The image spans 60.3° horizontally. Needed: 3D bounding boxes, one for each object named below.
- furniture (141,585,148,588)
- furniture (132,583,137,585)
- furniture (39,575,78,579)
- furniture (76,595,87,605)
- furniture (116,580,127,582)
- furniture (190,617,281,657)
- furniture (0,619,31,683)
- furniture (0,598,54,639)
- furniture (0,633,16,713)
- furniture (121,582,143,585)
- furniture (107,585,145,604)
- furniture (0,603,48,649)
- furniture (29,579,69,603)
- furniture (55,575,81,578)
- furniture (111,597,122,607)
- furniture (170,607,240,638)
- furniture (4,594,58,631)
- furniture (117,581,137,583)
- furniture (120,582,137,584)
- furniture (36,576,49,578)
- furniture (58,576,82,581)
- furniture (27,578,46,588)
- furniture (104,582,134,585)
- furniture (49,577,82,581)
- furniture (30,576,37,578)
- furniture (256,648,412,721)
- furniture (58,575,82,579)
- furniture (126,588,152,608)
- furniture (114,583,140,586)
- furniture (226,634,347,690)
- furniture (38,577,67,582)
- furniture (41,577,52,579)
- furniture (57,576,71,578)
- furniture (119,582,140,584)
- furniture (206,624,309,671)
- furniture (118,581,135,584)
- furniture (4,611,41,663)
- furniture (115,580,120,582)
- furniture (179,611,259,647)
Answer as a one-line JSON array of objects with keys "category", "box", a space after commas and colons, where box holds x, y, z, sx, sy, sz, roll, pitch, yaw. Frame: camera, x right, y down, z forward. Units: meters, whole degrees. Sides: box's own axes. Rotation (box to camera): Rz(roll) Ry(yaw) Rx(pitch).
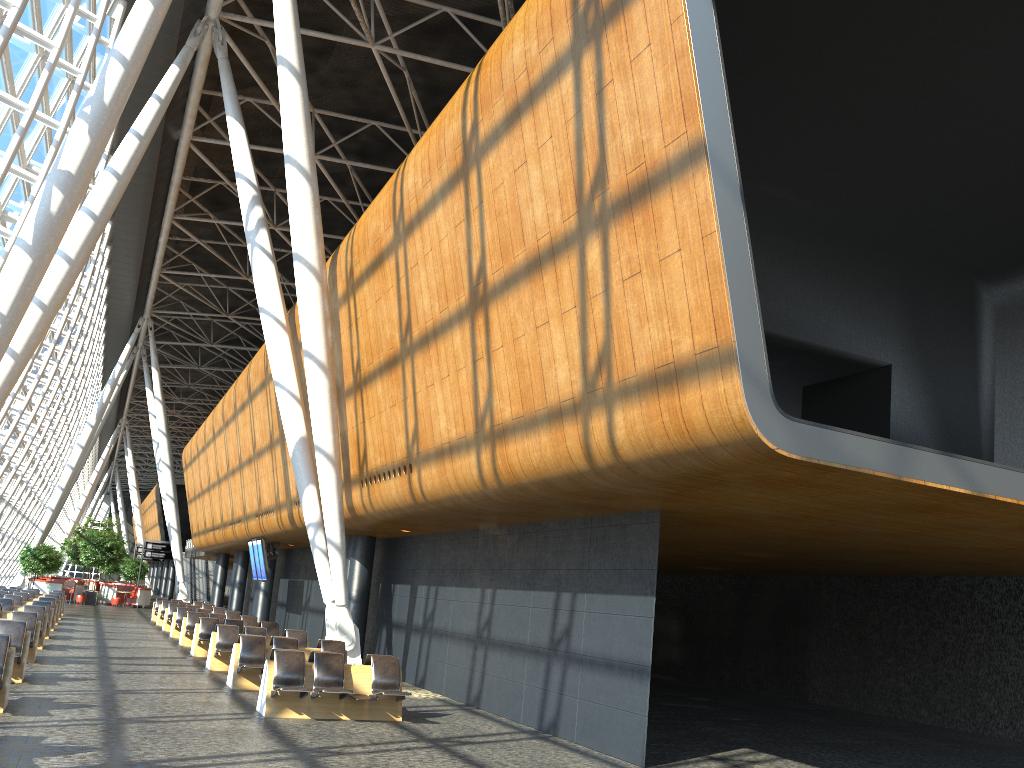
[{"category": "furniture", "box": [-29.674, 16.187, 69.276, 1.910, 0.854, 1.680, 11, -14, -24]}, {"category": "furniture", "box": [-26.399, 14.322, 61.052, 0.895, 0.990, 2.861, 11, -15, -26]}, {"category": "furniture", "box": [-38.444, 16.816, 74.843, 3.274, 0.854, 1.680, 11, -14, -24]}, {"category": "furniture", "box": [-20.857, 10.447, 42.681, 0.442, 0.452, 0.452, 1, -12, 18]}, {"category": "furniture", "box": [-38.679, 20.161, 88.149, 1.910, 0.854, 1.680, 11, -14, -24]}, {"category": "furniture", "box": [-6.359, 5.900, 20.413, 1.910, 0.854, 1.680, 11, -14, -24]}, {"category": "furniture", "box": [-8.697, 3.690, 12.499, 3.274, 0.854, 1.680, 11, -14, -24]}, {"category": "furniture", "box": [-12.557, 5.393, 20.588, 3.274, 0.854, 1.680, 11, -14, -24]}, {"category": "furniture", "box": [-7.411, 3.123, 9.803, 3.274, 0.854, 1.680, 11, -14, -24]}, {"category": "furniture", "box": [-32.247, 17.323, 74.668, 1.910, 0.854, 1.680, 11, -14, -24]}, {"category": "furniture", "box": [-21.011, 11.552, 48.207, 2.830, 0.992, 0.904, -4, -14, 32]}, {"category": "furniture", "box": [-11.270, 4.826, 17.892, 3.274, 0.854, 1.680, 11, -14, -24]}, {"category": "furniture", "box": [-22.864, 10.174, 43.407, 2.830, 0.992, 0.904, -4, -14, 32]}, {"category": "furniture", "box": [-43.590, 19.087, 85.628, 3.274, 0.854, 1.680, 11, -14, -24]}, {"category": "furniture", "box": [-19.628, 10.819, 43.723, 0.444, 0.452, 0.450, 7, -11, -12]}, {"category": "furniture", "box": [-8.932, 7.035, 25.805, 1.910, 0.854, 1.680, 11, -14, -24]}, {"category": "furniture", "box": [-13.843, 5.961, 23.284, 3.274, 0.854, 1.680, 11, -14, -24]}, {"category": "furniture", "box": [-37.393, 19.593, 85.453, 1.910, 0.854, 1.680, 11, -14, -24]}, {"category": "furniture", "box": [-33.534, 17.890, 77.365, 1.910, 0.854, 1.680, 11, -14, -24]}, {"category": "furniture", "box": [-34.585, 15.113, 66.755, 3.274, 0.854, 1.680, 11, -14, -24]}, {"category": "furniture", "box": [-42.304, 18.519, 82.932, 3.274, 0.854, 1.680, 11, -14, -24]}, {"category": "furniture", "box": [-24.575, 10.630, 45.812, 0.891, 0.990, 2.876, 7, -14, -11]}, {"category": "furniture", "box": [-26.116, 13.610, 58.135, 0.887, 0.990, 2.886, 2, -14, 18]}, {"category": "furniture", "box": [-30.712, 13.866, 60.764, 0.887, 0.990, 2.886, 2, -14, 18]}, {"category": "furniture", "box": [-33.298, 14.546, 64.059, 3.274, 0.854, 1.680, 11, -14, -24]}, {"category": "furniture", "box": [-2.500, 4.197, 12.324, 1.910, 0.854, 1.680, 11, -14, -24]}, {"category": "furniture", "box": [-44.877, 19.655, 88.324, 3.274, 0.854, 1.680, 11, -14, -24]}, {"category": "furniture", "box": [-19.300, 11.096, 45.802, 0.891, 0.990, 2.876, 7, -14, -11]}, {"category": "furniture", "box": [-24.226, 12.970, 54.943, 2.830, 0.992, 0.904, -4, -14, 32]}, {"category": "furniture", "box": [-3.786, 4.764, 15.021, 1.910, 0.854, 1.680, 11, -14, -24]}, {"category": "furniture", "box": [-26.078, 11.592, 50.143, 2.830, 0.992, 0.904, -4, -14, 32]}, {"category": "furniture", "box": [-27.789, 12.048, 52.548, 0.891, 0.990, 2.876, 7, -14, -11]}, {"category": "furniture", "box": [-41.017, 17.952, 80.236, 3.274, 0.854, 1.680, 11, -14, -24]}, {"category": "furniture", "box": [-34.820, 18.458, 80.061, 1.910, 0.854, 1.680, 11, -14, -24]}, {"category": "furniture", "box": [-5.073, 5.332, 17.717, 1.910, 0.854, 1.680, 11, -14, -24]}, {"category": "furniture", "box": [-36.107, 19.026, 82.757, 1.910, 0.854, 1.680, 11, -14, -24]}, {"category": "furniture", "box": [-9.984, 4.258, 15.196, 3.274, 0.854, 1.680, 11, -14, -24]}, {"category": "furniture", "box": [-39.966, 20.729, 90.846, 1.910, 0.854, 1.680, 11, -14, -24]}, {"category": "furniture", "box": [-7.646, 6.467, 23.109, 1.910, 0.854, 1.680, 11, -14, -24]}]
